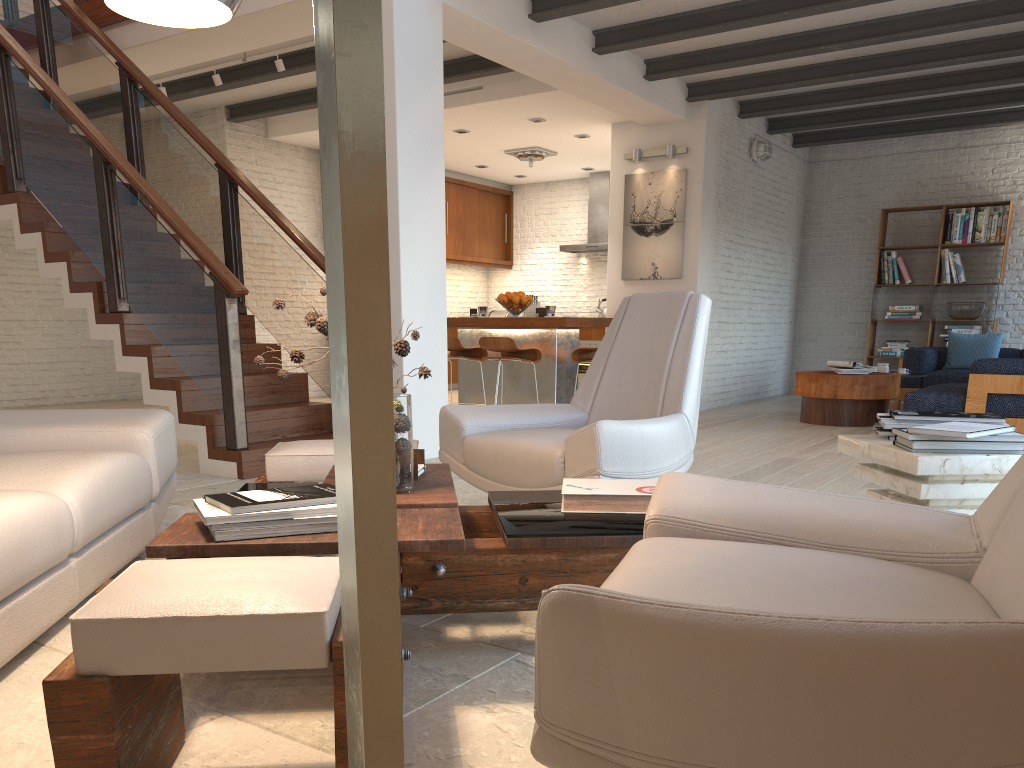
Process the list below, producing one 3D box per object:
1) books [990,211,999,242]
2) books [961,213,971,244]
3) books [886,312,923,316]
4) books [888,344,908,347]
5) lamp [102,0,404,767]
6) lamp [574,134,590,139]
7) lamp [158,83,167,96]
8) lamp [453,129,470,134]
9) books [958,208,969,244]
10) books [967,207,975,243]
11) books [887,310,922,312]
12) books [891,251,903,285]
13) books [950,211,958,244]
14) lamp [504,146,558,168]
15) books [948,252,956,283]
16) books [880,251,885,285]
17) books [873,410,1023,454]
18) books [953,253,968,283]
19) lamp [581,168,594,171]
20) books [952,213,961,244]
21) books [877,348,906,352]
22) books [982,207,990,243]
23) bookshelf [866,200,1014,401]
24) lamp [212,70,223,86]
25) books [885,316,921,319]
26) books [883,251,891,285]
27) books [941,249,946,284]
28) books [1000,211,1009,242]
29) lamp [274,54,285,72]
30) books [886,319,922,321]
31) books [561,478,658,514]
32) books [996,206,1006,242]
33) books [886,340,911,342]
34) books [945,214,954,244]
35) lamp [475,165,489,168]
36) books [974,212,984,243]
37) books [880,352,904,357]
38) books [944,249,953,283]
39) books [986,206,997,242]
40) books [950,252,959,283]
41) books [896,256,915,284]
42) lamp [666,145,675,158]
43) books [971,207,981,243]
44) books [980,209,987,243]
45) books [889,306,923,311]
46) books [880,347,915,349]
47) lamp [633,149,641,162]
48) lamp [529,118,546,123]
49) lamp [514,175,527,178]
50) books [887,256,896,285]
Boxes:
[{"bbox_3d":[5.372,-1.733,9.685,0.055,0.340,0.249,9,14,34],"label":"books"},{"bbox_3d":[5.148,-1.745,9.850,0.055,0.340,0.249,9,14,34],"label":"books"},{"bbox_3d":[4.666,-0.831,10.356,0.377,0.037,0.239,2,5,27],"label":"books"},{"bbox_3d":[4.648,-0.463,10.494,0.204,0.035,0.130,3,5,34],"label":"books"},{"bbox_3d":[-0.429,-0.395,1.119,0.319,2.425,1.971,-5,11,-20],"label":"lamp"},{"bbox_3d":[0.748,-2.649,9.260,0.122,0.057,0.121,4,7,34],"label":"lamp"},{"bbox_3d":[-2.999,-2.511,7.482,0.059,0.133,0.083,1,11,4],"label":"lamp"},{"bbox_3d":[-0.521,-2.639,9.046,0.122,0.057,0.121,4,7,34],"label":"lamp"},{"bbox_3d":[5.100,-1.774,9.857,0.036,0.396,0.238,10,14,34],"label":"books"},{"bbox_3d":[5.175,-1.770,9.802,0.036,0.396,0.238,10,14,34],"label":"books"},{"bbox_3d":[4.675,-0.861,10.366,0.352,0.021,0.266,3,5,32],"label":"books"},{"bbox_3d":[4.558,-1.367,10.316,0.120,0.394,0.238,9,14,34],"label":"books"},{"bbox_3d":[5.037,-1.765,9.918,0.020,0.371,0.266,10,14,34],"label":"books"},{"bbox_3d":[0.220,-2.610,10.140,0.446,0.176,0.441,4,6,34],"label":"lamp"},{"bbox_3d":[5.064,-1.326,9.994,0.123,0.360,0.266,9,13,34],"label":"books"},{"bbox_3d":[4.441,-1.375,10.397,0.090,0.397,0.238,9,14,34],"label":"books"},{"bbox_3d":[1.342,0.150,2.681,0.388,0.082,0.554,2,4,18],"label":"books"},{"bbox_3d":[5.119,-1.314,9.954,0.156,0.340,0.249,8,13,34],"label":"books"},{"bbox_3d":[0.974,-2.778,11.196,0.122,0.057,0.121,4,7,34],"label":"lamp"},{"bbox_3d":[5.059,-1.748,9.886,0.055,0.340,0.249,9,14,34],"label":"books"},{"bbox_3d":[4.628,-0.408,10.504,0.376,0.037,0.239,3,5,34],"label":"books"},{"bbox_3d":[5.314,-1.765,9.739,0.036,0.396,0.238,10,14,34],"label":"books"},{"bbox_3d":[4.927,-0.907,10.162,1.303,2.275,0.356,7,15,32],"label":"bookshelf"},{"bbox_3d":[-2.399,-2.483,7.093,0.060,0.133,0.084,9,14,36],"label":"lamp"},{"bbox_3d":[4.660,-0.794,10.376,0.377,0.037,0.239,2,5,29],"label":"books"},{"bbox_3d":[4.476,-1.374,10.383,0.090,0.397,0.238,9,14,34],"label":"books"},{"bbox_3d":[4.996,-1.347,10.050,0.100,0.396,0.238,9,14,34],"label":"books"},{"bbox_3d":[5.465,-1.731,9.650,0.055,0.340,0.249,9,14,34],"label":"books"},{"bbox_3d":[-1.781,-2.454,6.690,0.060,0.133,0.084,9,14,36],"label":"lamp"},{"bbox_3d":[4.671,-0.765,10.384,0.352,0.021,0.267,3,5,34],"label":"books"},{"bbox_3d":[0.310,0.327,2.557,0.326,0.058,0.247,1,4,4],"label":"books"},{"bbox_3d":[5.415,-1.760,9.657,0.036,0.396,0.238,10,14,34],"label":"books"},{"bbox_3d":[4.643,-0.515,10.469,0.250,0.017,0.159,3,5,34],"label":"books"},{"bbox_3d":[5.005,-1.752,9.943,0.055,0.340,0.249,9,14,34],"label":"books"},{"bbox_3d":[-0.383,-2.773,11.042,0.122,0.057,0.121,4,7,34],"label":"lamp"},{"bbox_3d":[5.242,-1.739,9.759,0.055,0.340,0.249,9,14,34],"label":"books"},{"bbox_3d":[4.641,-0.361,10.497,0.322,0.057,0.251,4,6,44],"label":"books"},{"bbox_3d":[5.014,-1.344,10.011,0.102,0.396,0.238,9,14,34],"label":"books"},{"bbox_3d":[5.337,-1.763,9.708,0.036,0.396,0.238,10,14,34],"label":"books"},{"bbox_3d":[5.087,-1.325,9.990,0.123,0.360,0.266,9,13,34],"label":"books"},{"bbox_3d":[4.647,-1.334,10.292,0.192,0.329,0.249,8,13,34],"label":"books"},{"bbox_3d":[1.518,-2.226,8.343,0.079,0.108,0.077,-5,12,-27],"label":"lamp"},{"bbox_3d":[5.212,-1.769,9.790,0.036,0.396,0.238,10,14,34],"label":"books"},{"bbox_3d":[5.282,-1.752,9.747,0.020,0.371,0.266,10,14,34],"label":"books"},{"bbox_3d":[4.681,-0.899,10.351,0.323,0.057,0.250,3,5,36],"label":"books"},{"bbox_3d":[4.636,-0.435,10.481,0.377,0.019,0.239,2,4,26],"label":"books"},{"bbox_3d":[1.223,-2.240,8.535,0.079,0.108,0.077,-5,12,-27],"label":"lamp"},{"bbox_3d":[0.249,-2.603,8.543,0.122,0.057,0.121,4,7,34],"label":"lamp"},{"bbox_3d":[0.115,-2.819,11.757,0.122,0.057,0.121,4,7,34],"label":"lamp"},{"bbox_3d":[4.529,-1.348,10.377,0.101,0.345,0.249,9,13,34],"label":"books"}]
